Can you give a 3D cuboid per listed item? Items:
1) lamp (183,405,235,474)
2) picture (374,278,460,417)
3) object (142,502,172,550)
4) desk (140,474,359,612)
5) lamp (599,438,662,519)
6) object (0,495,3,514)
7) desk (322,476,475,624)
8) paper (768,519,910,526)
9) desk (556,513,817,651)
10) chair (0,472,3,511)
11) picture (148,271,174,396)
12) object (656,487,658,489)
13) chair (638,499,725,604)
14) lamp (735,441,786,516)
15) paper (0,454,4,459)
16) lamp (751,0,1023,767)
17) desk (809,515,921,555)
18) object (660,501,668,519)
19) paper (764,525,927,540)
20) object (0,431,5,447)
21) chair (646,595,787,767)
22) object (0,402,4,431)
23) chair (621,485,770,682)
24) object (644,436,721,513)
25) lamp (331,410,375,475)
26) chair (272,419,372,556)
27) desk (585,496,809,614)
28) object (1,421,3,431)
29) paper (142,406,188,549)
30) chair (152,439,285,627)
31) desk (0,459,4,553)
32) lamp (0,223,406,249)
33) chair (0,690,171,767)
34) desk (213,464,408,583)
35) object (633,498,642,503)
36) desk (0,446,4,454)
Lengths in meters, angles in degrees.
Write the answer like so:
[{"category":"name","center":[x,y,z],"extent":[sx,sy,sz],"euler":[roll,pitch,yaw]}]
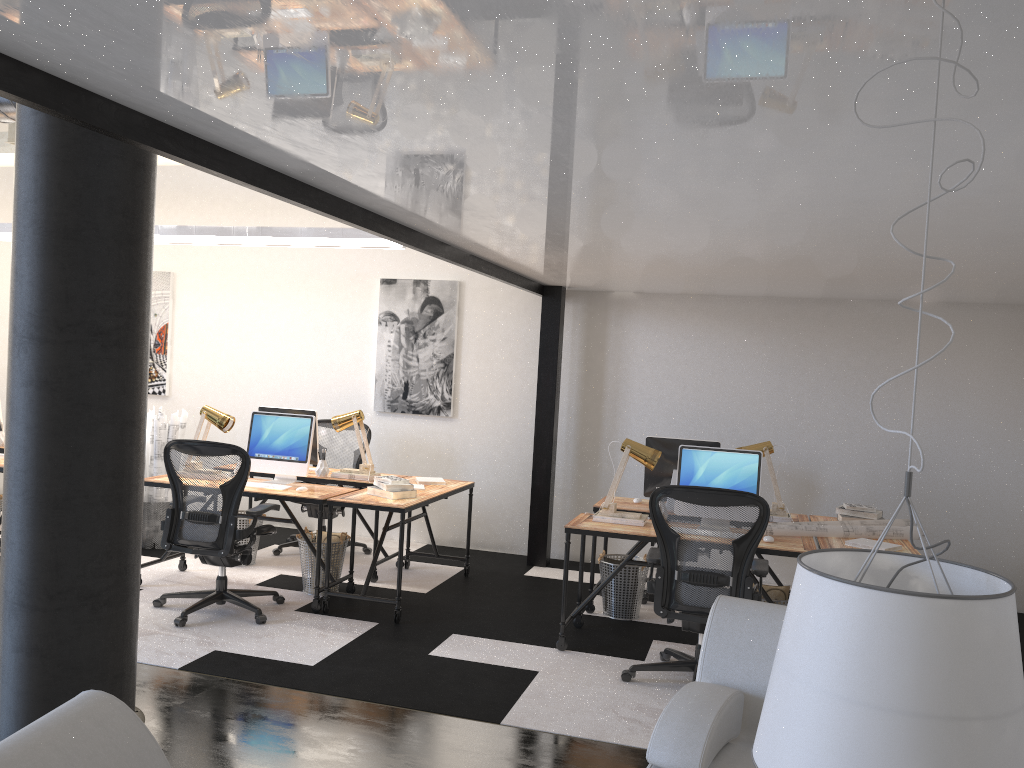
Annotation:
[{"category":"lamp","center":[-2.095,0.383,6.149],"extent":[0.344,0.470,0.126],"euler":[4,2,16]},{"category":"picture","center":[-0.846,-0.326,7.825],"extent":[0.731,1.184,0.049],"euler":[4,2,16]},{"category":"object","center":[-2.885,1.126,7.160],"extent":[0.353,0.399,0.353],"euler":[2,2,-29]},{"category":"desk","center":[-1.794,1.038,6.005],"extent":[1.400,0.725,0.529],"euler":[4,2,16]},{"category":"lamp","center":[0.712,0.560,5.301],"extent":[0.344,0.470,0.126],"euler":[4,2,16]},{"category":"object","center":[-4.101,1.036,6.813],"extent":[0.358,0.435,0.353],"euler":[4,2,12]},{"category":"desk","center":[-0.741,1.094,6.157],"extent":[0.529,0.725,1.400],"euler":[4,2,16]},{"category":"paper","center":[1.944,0.858,5.346],"extent":[1.134,0.082,0.083],"euler":[3,2,-20]},{"category":"desk","center":[1.013,1.215,5.157],"extent":[1.400,0.725,0.529],"euler":[4,2,16]},{"category":"chair","center":[-4.308,0.673,8.037],"extent":[0.770,1.086,0.792],"euler":[3,2,-1]},{"category":"picture","center":[-3.633,-0.501,8.602],"extent":[0.731,1.184,0.049],"euler":[4,2,16]},{"category":"object","center":[0.889,0.735,5.408],"extent":[0.008,0.207,0.054],"euler":[2,2,-19]},{"category":"chair","center":[1.297,1.024,6.456],"extent":[0.770,1.086,0.792],"euler":[3,2,-1]},{"category":"lamp","center":[1.621,0.601,5.778],"extent":[0.344,0.470,0.127],"euler":[4,2,16]},{"category":"paper","center":[-3.578,0.534,6.768],"extent":[0.567,0.061,0.625],"euler":[4,1,13]},{"category":"lamp","center":[0.659,-0.020,1.446],"extent":[0.436,1.348,0.436],"euler":[4,2,30]},{"category":"desk","center":[2.067,1.271,5.309],"extent":[0.529,0.725,1.400],"euler":[4,2,16]},{"category":"object","center":[0.901,0.778,5.407],"extent":[0.101,0.127,0.101],"euler":[2,2,-29]},{"category":"paper","center":[1.898,0.859,5.185],"extent":[1.134,0.082,0.083],"euler":[3,2,-10]},{"category":"object","center":[-4.195,0.448,7.270],"extent":[0.101,0.127,0.101],"euler":[2,2,-29]},{"category":"chair","center":[1.024,1.243,2.884],"extent":[1.006,0.785,1.025],"euler":[4,2,27]},{"category":"object","center":[-4.494,0.249,7.412],"extent":[0.483,0.485,0.189],"euler":[4,2,16]},{"category":"chair","center":[0.985,1.047,4.659],"extent":[0.770,1.086,0.792],"euler":[3,2,-1]},{"category":"object","center":[1.110,0.600,5.830],"extent":[0.483,0.485,0.189],"euler":[4,2,16]},{"category":"lamp","center":[-1.186,0.424,6.626],"extent":[0.344,0.470,0.127],"euler":[4,2,16]},{"category":"chair","center":[-1.511,0.847,7.304],"extent":[0.770,1.086,0.792],"euler":[3,2,-1]},{"category":"desk","center":[1.249,1.210,5.971],"extent":[1.400,0.725,0.529],"euler":[4,2,16]},{"category":"object","center":[-4.179,0.407,7.266],"extent":[0.008,0.207,0.054],"euler":[2,2,-19]},{"category":"paper","center":[-2.884,0.714,7.137],"extent":[0.440,1.198,0.412],"euler":[3,2,-6]},{"category":"chair","center":[-1.822,0.870,5.506],"extent":[0.770,1.086,0.792],"euler":[3,2,-1]},{"category":"desk","center":[-3.538,0.920,6.891],"extent":[0.529,0.725,1.400],"euler":[4,2,16]},{"category":"lamp","center":[-4.184,-2.548,7.114],"extent":[7.300,2.866,0.226],"euler":[4,2,16]},{"category":"chair","center":[-0.678,1.175,1.664],"extent":[1.025,0.785,1.006],"euler":[3,2,7]},{"category":"desk","center":[-1.559,1.033,6.819],"extent":[1.400,0.725,0.529],"euler":[4,2,16]},{"category":"object","center":[0.869,0.806,6.141],"extent":[0.059,0.029,0.106],"euler":[4,1,17]},{"category":"desk","center":[-4.356,0.859,7.552],"extent":[1.400,0.725,0.529],"euler":[4,2,16]}]
